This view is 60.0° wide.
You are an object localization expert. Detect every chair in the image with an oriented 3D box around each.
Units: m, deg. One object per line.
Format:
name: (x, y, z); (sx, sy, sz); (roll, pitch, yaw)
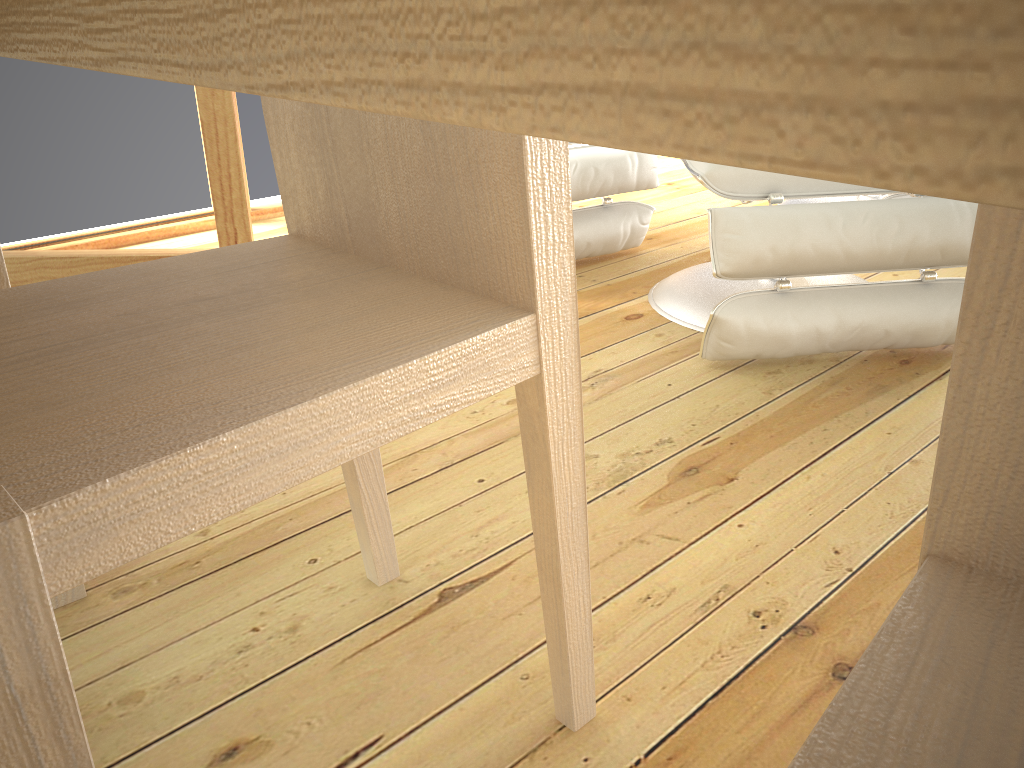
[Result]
chair: (-0.207, -0.123, 0.651); (0.509, 1.006, 0.406); (-21, 30, -39)
chair: (-0.087, -0.864, 2.392); (0.571, 0.958, 0.920); (-15, 27, -30)
chair: (0.227, 0.093, 0.136); (0.406, 1.006, 0.510); (15, 27, 33)
chair: (1.084, -0.983, 2.601); (0.570, 0.958, 0.922); (-8, 24, -16)

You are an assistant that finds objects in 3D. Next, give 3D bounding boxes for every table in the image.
table: (-0.423, 0.258, 0.112); (1.206, 0.748, 2.515); (-19, 29, -36)

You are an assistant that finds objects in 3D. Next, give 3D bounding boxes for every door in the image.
door: (-1.112, -1.360, 1.754); (0.935, 2.392, 0.164); (0, 22, 2)

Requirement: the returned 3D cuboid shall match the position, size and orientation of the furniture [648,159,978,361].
furniture: (0.591, -0.364, 1.869); (0.569, 0.435, 0.693); (-4, 23, -7)
